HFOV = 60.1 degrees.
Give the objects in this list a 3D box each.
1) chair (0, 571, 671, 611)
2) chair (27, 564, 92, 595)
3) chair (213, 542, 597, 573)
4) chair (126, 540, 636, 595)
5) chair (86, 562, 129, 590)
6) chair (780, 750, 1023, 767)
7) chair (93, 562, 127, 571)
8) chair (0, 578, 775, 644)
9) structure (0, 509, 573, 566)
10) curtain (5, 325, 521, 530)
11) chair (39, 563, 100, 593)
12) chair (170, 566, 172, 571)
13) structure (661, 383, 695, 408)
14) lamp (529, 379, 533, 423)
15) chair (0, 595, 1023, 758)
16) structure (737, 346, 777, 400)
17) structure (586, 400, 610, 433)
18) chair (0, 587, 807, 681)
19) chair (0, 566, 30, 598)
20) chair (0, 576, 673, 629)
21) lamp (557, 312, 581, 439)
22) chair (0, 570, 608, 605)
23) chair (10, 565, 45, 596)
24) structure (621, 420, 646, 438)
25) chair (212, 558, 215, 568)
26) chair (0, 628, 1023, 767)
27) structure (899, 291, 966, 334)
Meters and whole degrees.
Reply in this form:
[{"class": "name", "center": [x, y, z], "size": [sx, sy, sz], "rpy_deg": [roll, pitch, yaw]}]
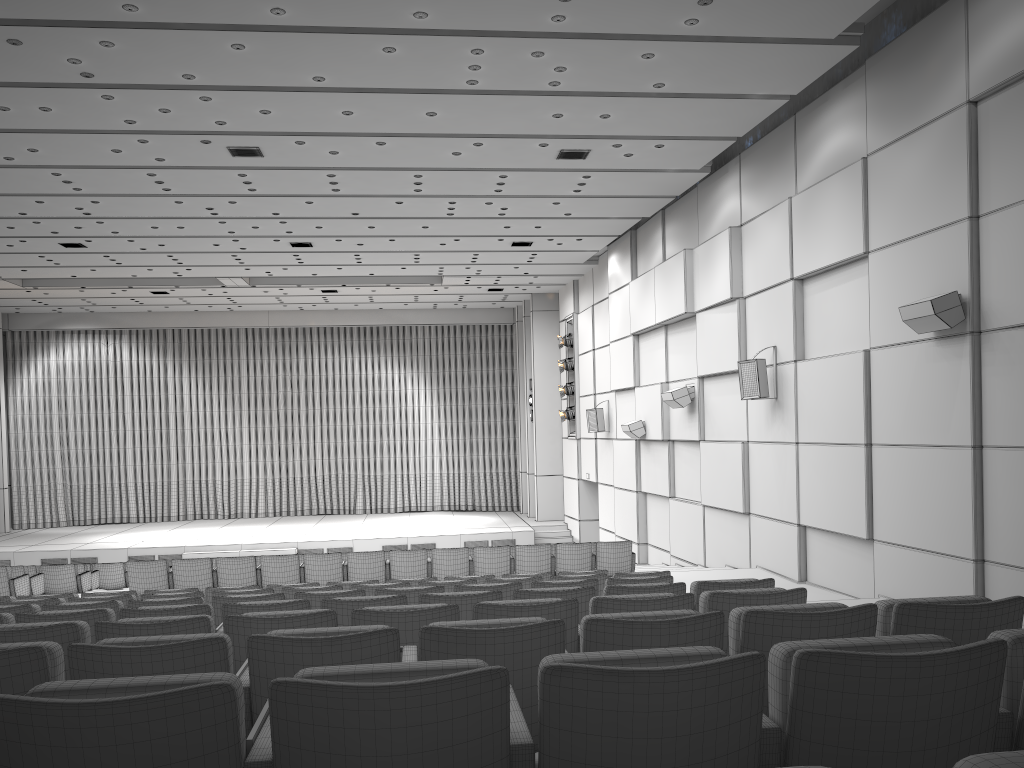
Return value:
[{"class": "chair", "center": [-5.440, 2.046, 6.995], "size": [13.747, 0.622, 0.612], "rpy_deg": [-1, -1, -6]}, {"class": "chair", "center": [-9.778, 3.071, 13.087], "size": [6.599, 0.622, 0.612], "rpy_deg": [-1, -1, -6]}, {"class": "chair", "center": [-1.719, 2.699, 12.865], "size": [6.049, 0.622, 0.612], "rpy_deg": [-1, -1, -6]}, {"class": "chair", "center": [-1.619, 2.490, 11.767], "size": [6.599, 0.622, 0.612], "rpy_deg": [-1, -1, -6]}, {"class": "chair", "center": [-10.012, 3.489, 15.280], "size": [6.599, 0.622, 0.612], "rpy_deg": [-1, -1, -6]}, {"class": "chair", "center": [-4.739, 0.791, 0.417], "size": [13.747, 0.622, 0.612], "rpy_deg": [-1, -1, -6]}, {"class": "chair", "center": [-10.112, 3.698, 16.378], "size": [6.049, 0.622, 0.612], "rpy_deg": [-1, -1, -6]}, {"class": "chair", "center": [-5.207, 1.627, 4.803], "size": [13.747, 0.622, 0.612], "rpy_deg": [-1, -1, -6]}, {"class": "structure", "center": [-7.094, 4.631, 25.723], "size": [17.816, 0.846, 8.324], "rpy_deg": [-1, -3, -6]}, {"class": "curtain", "center": [-7.582, 1.114, 28.766], "size": [16.127, 6.524, 1.429], "rpy_deg": [-1, 1, -6]}, {"class": "chair", "center": [-9.878, 3.280, 14.185], "size": [6.049, 0.622, 0.612], "rpy_deg": [-1, -1, -6]}, {"class": "chair", "center": [-10.312, 4.116, 18.580], "size": [6.049, 0.622, 0.612], "rpy_deg": [-1, -1, -6]}, {"class": "structure", "center": [2.895, 0.210, 15.350], "size": [0.470, 0.417, 0.520], "rpy_deg": [-1, -1, -11]}, {"class": "lamp", "center": [0.707, 0.489, 26.234], "size": [0.436, 1.479, 0.385], "rpy_deg": [-2, 1, -10]}, {"class": "chair", "center": [-4.973, 1.209, 2.610], "size": [13.747, 0.622, 0.612], "rpy_deg": [-1, -1, -6]}, {"class": "structure", "center": [3.419, -0.151, 12.301], "size": [0.409, 0.745, 0.410], "rpy_deg": [-1, 0, 41]}, {"class": "structure", "center": [2.009, 0.757, 20.586], "size": [0.409, 0.745, 0.410], "rpy_deg": [-1, 0, 41]}, {"class": "chair", "center": [-5.116, 1.419, 3.703], "size": [13.197, 0.622, 0.612], "rpy_deg": [-1, -1, -6]}, {"class": "chair", "center": [-9.544, 2.652, 10.895], "size": [6.599, 0.622, 0.612], "rpy_deg": [-1, -1, -6]}, {"class": "chair", "center": [-5.350, 1.837, 5.896], "size": [13.197, 0.622, 0.612], "rpy_deg": [-1, -1, -6]}, {"class": "lamp", "center": [1.613, -0.183, 23.750], "size": [0.755, 3.342, 1.021], "rpy_deg": [-2, 1, -11]}, {"class": "chair", "center": [-5.584, 2.255, 8.088], "size": [13.197, 0.622, 0.612], "rpy_deg": [-1, -1, -6]}, {"class": "chair", "center": [-9.644, 2.861, 11.993], "size": [6.049, 0.622, 0.612], "rpy_deg": [-1, -1, -6]}, {"class": "structure", "center": [2.500, 0.885, 17.862], "size": [0.470, 0.417, 0.520], "rpy_deg": [-1, -1, -9]}, {"class": "chair", "center": [-1.853, 2.908, 13.959], "size": [6.599, 0.622, 0.612], "rpy_deg": [-1, -1, -6]}, {"class": "chair", "center": [-4.882, 1.000, 1.511], "size": [13.197, 0.622, 0.612], "rpy_deg": [-1, -1, -6]}, {"class": "structure", "center": [4.159, -0.724, 8.677], "size": [0.470, 0.417, 0.520], "rpy_deg": [-1, -1, -9]}]
